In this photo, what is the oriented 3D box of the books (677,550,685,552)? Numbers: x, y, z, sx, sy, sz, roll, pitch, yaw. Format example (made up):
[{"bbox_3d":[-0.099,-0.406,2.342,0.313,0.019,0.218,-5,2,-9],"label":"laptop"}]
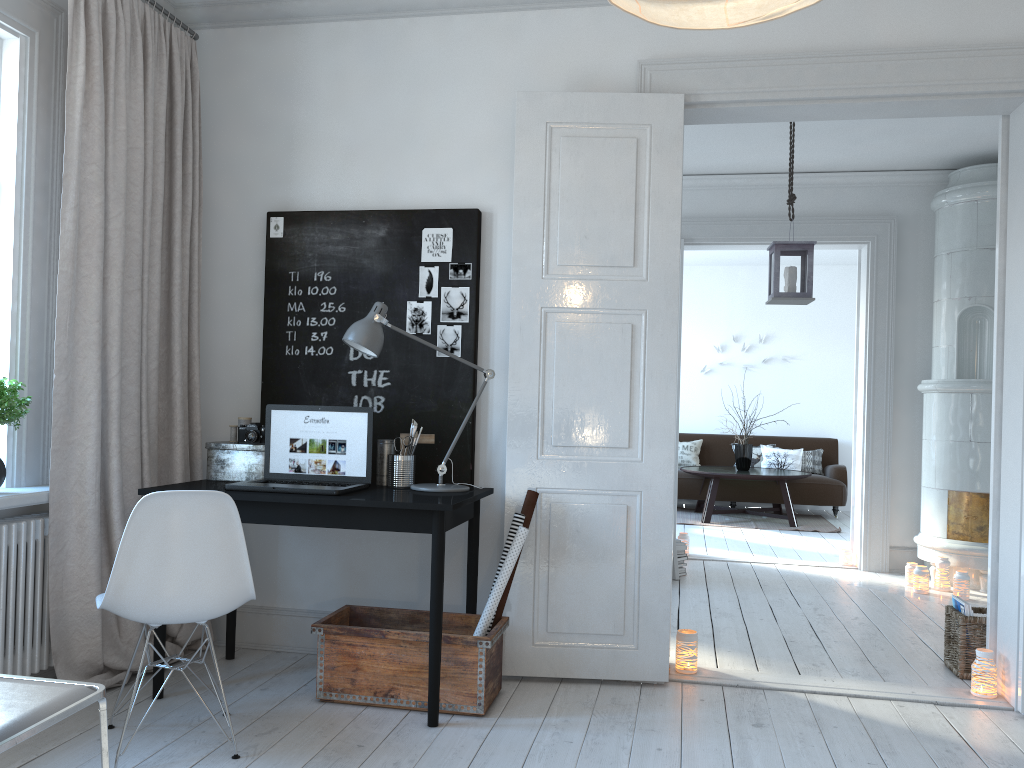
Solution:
[{"bbox_3d":[1.052,1.099,5.916,0.128,0.016,0.181,2,-2,-18],"label":"books"}]

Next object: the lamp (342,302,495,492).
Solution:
[{"bbox_3d":[-0.358,0.053,3.435,0.617,0.716,0.230,2,-1,-18],"label":"lamp"}]

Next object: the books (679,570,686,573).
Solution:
[{"bbox_3d":[1.049,1.241,5.917,0.128,0.016,0.176,3,-2,-38],"label":"books"}]

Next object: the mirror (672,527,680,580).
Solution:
[{"bbox_3d":[0.766,0.509,5.793,0.611,1.488,0.417,2,-1,-24],"label":"mirror"}]

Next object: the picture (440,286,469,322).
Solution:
[{"bbox_3d":[-0.238,-0.334,3.694,0.121,0.153,0.002,1,0,11],"label":"picture"}]

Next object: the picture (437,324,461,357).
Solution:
[{"bbox_3d":[-0.263,-0.181,3.697,0.103,0.136,0.001,1,0,11],"label":"picture"}]

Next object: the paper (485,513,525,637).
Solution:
[{"bbox_3d":[-0.072,0.823,3.337,0.266,0.669,0.043,2,-1,-34],"label":"paper"}]

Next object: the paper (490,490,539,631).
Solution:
[{"bbox_3d":[-0.031,0.783,3.401,0.297,0.747,0.048,2,-1,-34],"label":"paper"}]

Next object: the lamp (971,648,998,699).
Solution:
[{"bbox_3d":[1.848,1.132,3.470,0.093,0.179,0.093,2,-1,-6],"label":"lamp"}]

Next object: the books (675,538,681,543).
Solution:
[{"bbox_3d":[1.049,1.041,5.927,0.111,0.014,0.156,2,-1,-10],"label":"books"}]

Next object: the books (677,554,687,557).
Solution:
[{"bbox_3d":[1.057,1.133,5.919,0.128,0.016,0.178,3,-2,-36],"label":"books"}]

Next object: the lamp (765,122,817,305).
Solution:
[{"bbox_3d":[1.558,-1.331,4.902,0.228,1.762,0.228,2,0,8],"label":"lamp"}]

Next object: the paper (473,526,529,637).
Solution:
[{"bbox_3d":[-0.083,0.838,3.279,0.283,0.626,0.041,2,0,-11],"label":"paper"}]

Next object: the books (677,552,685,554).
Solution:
[{"bbox_3d":[1.053,1.115,5.918,0.128,0.016,0.177,2,-2,-23],"label":"books"}]

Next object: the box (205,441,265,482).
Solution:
[{"bbox_3d":[-1.079,0.317,3.623,0.317,0.152,0.193,1,-1,11],"label":"box"}]

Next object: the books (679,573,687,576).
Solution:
[{"bbox_3d":[1.053,1.259,5.918,0.128,0.016,0.178,3,-2,-41],"label":"books"}]

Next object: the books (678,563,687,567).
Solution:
[{"bbox_3d":[1.050,1.196,5.914,0.132,0.017,0.187,3,-2,-42],"label":"books"}]

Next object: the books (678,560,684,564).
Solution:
[{"bbox_3d":[1.043,1.176,5.920,0.167,0.022,0.128,0,-2,45],"label":"books"}]

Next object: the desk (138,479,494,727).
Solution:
[{"bbox_3d":[-0.715,0.777,3.371,1.159,0.759,0.651,1,-1,11],"label":"desk"}]

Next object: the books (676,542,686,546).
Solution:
[{"bbox_3d":[1.055,1.056,5.913,0.132,0.017,0.187,2,-1,-16],"label":"books"}]

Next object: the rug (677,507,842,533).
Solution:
[{"bbox_3d":[2.369,1.359,9.079,1.710,0.055,1.456,1,-1,11],"label":"rug"}]

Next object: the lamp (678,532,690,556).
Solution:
[{"bbox_3d":[1.286,1.200,6.649,0.089,0.166,0.089,2,-1,10],"label":"lamp"}]

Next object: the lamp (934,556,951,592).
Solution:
[{"bbox_3d":[2.728,1.203,5.619,0.098,0.210,0.098,1,-1,15],"label":"lamp"}]

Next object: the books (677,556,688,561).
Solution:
[{"bbox_3d":[1.055,1.153,5.910,0.193,0.022,0.128,0,-2,43],"label":"books"}]

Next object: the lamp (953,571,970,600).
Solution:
[{"bbox_3d":[2.722,1.218,5.369,0.089,0.166,0.089,2,-1,10],"label":"lamp"}]

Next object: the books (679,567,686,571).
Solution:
[{"bbox_3d":[1.049,1.225,5.915,0.128,0.016,0.180,3,-2,-34],"label":"books"}]

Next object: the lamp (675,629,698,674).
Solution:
[{"bbox_3d":[0.725,1.109,3.676,0.089,0.166,0.089,2,-1,4],"label":"lamp"}]

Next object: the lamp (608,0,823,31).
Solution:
[{"bbox_3d":[0.265,-1.080,1.029,0.338,1.231,0.340,1,-1,42],"label":"lamp"}]

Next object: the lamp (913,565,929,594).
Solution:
[{"bbox_3d":[2.547,1.217,5.519,0.089,0.166,0.089,1,-1,12],"label":"lamp"}]

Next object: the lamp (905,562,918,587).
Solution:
[{"bbox_3d":[2.592,1.234,5.745,0.084,0.146,0.084,1,-1,15],"label":"lamp"}]

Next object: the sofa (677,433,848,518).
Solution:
[{"bbox_3d":[2.531,0.985,9.830,2.165,0.824,0.969,1,-1,11],"label":"sofa"}]

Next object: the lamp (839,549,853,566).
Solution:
[{"bbox_3d":[2.417,1.255,6.419,0.093,0.110,0.093,1,-1,28],"label":"lamp"}]

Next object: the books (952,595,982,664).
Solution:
[{"bbox_3d":[2.019,1.079,3.809,0.201,0.300,0.179,1,-1,11],"label":"books"}]

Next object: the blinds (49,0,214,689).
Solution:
[{"bbox_3d":[-1.421,-0.188,3.455,0.225,2.647,0.831,2,0,11],"label":"blinds"}]

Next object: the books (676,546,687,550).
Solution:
[{"bbox_3d":[1.060,1.077,5.908,0.128,0.026,0.200,2,-1,-18],"label":"books"}]
